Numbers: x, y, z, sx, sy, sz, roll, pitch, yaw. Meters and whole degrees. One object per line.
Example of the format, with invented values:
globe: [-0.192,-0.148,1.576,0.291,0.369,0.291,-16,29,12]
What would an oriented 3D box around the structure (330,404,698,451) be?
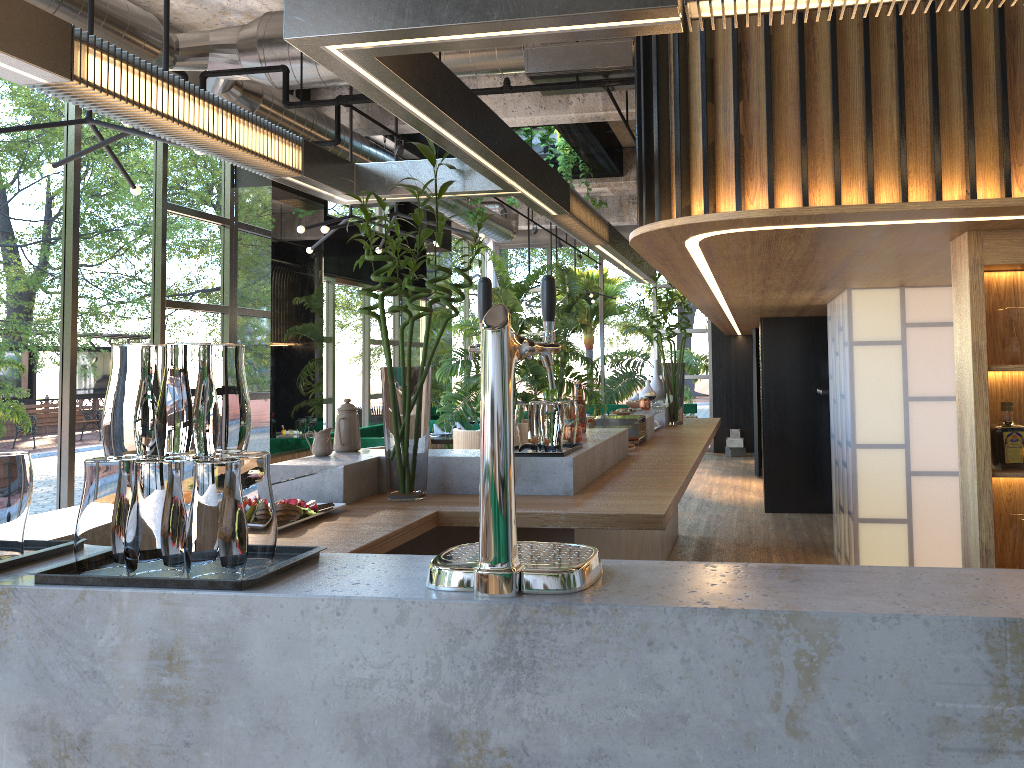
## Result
structure: [-0.137,0.675,5.857,5.919,1.551,20.468,-1,1,15]

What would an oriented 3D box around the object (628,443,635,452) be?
object: [0.591,0.380,5.323,0.285,0.037,0.313,0,2,41]

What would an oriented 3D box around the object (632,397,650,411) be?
object: [0.998,0.153,6.877,0.160,0.107,0.086,-1,-1,-32]

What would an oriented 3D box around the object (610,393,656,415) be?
object: [0.895,0.146,6.633,0.205,0.135,0.824,-1,1,21]

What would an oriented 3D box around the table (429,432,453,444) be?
table: [-0.612,0.981,10.437,1.133,0.752,1.065,-1,0,-18]

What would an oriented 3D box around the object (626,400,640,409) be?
object: [1.039,0.161,7.250,0.186,0.073,0.235,0,1,33]

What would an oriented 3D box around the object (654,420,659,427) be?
object: [1.109,0.317,7.122,0.139,0.057,0.068,-1,0,30]

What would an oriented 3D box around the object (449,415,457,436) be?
object: [-0.692,0.484,10.415,0.093,0.245,0.091,0,-3,-4]

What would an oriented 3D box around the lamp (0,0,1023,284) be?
lamp: [1.588,-1.940,4.926,4.921,2.137,6.814,-1,1,8]

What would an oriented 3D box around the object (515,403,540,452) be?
object: [0.066,0.187,3.673,0.110,0.210,0.100,1,-3,-32]

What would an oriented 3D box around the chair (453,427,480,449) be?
chair: [-0.145,0.804,6.393,0.522,0.972,0.571,-2,-3,37]

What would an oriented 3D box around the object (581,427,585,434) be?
object: [0.254,0.235,4.370,0.186,0.073,0.235,0,1,33]

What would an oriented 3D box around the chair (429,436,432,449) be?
chair: [-0.366,0.824,5.591,0.569,0.972,0.524,0,-2,-27]

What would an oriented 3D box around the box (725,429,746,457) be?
box: [3.712,0.975,14.753,0.331,0.443,0.280,-1,-2,2]

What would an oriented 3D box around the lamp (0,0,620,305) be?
lamp: [0.098,-2.092,6.211,4.992,1.826,19.236,-1,1,15]

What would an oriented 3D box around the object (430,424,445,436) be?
object: [-0.855,0.542,10.545,0.235,0.139,0.231,-1,0,-3]

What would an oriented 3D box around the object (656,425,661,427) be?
object: [1.059,0.342,7.058,0.240,0.017,0.247,-1,1,11]

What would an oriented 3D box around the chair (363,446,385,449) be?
chair: [-0.586,0.844,4.836,0.570,0.972,0.523,1,-3,-30]

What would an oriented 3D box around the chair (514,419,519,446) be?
chair: [0.040,0.785,7.134,0.559,0.972,0.534,0,-2,-12]

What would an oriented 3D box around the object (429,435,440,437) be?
object: [-0.934,0.604,10.291,0.250,0.019,0.160,-1,1,12]

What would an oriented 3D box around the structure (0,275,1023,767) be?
structure: [1.942,0.578,4.569,5.738,1.733,7.250,-1,1,13]

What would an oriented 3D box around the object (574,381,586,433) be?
object: [0.362,0.124,4.793,0.078,0.277,0.071,2,-4,-41]

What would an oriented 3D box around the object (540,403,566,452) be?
object: [0.168,0.186,3.643,0.110,0.210,0.100,1,-3,-32]

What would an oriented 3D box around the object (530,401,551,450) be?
object: [0.125,0.181,3.899,0.110,0.210,0.100,1,-3,-32]

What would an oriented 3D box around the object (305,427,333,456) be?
object: [-0.803,0.242,3.737,0.097,0.119,0.089,-1,-2,22]

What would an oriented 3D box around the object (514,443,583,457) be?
object: [0.129,0.279,3.773,0.267,0.019,0.445,-1,1,14]

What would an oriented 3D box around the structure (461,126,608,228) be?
structure: [0.368,-2.767,11.379,2.069,1.520,1.478,-1,-1,42]

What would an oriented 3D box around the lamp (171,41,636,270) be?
lamp: [0.277,-2.349,10.621,3.725,1.534,10.191,-1,1,12]

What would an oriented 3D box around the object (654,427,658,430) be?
object: [0.986,0.348,6.803,0.239,0.017,0.248,-1,1,14]

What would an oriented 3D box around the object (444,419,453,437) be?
object: [-0.730,0.507,10.247,0.110,0.210,0.100,1,-3,-42]

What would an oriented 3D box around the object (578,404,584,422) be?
object: [0.313,0.185,4.625,0.107,0.162,0.103,1,-3,-42]

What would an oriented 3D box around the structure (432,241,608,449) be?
structure: [0.160,-0.366,12.786,2.443,3.445,2.652,-1,-2,-2]

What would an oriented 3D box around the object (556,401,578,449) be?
object: [0.238,0.179,3.886,0.110,0.210,0.100,1,-3,-32]

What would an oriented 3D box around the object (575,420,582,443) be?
object: [0.257,0.223,4.155,0.160,0.107,0.086,-1,-1,-32]

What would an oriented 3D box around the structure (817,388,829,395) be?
structure: [3.257,0.535,8.562,0.539,1.598,0.853,-1,-2,14]

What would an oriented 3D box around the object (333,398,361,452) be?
object: [-0.730,0.180,3.933,0.122,0.235,0.208,0,-1,-18]

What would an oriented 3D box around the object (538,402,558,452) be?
object: [0.153,0.183,3.770,0.110,0.210,0.100,1,-3,-42]
